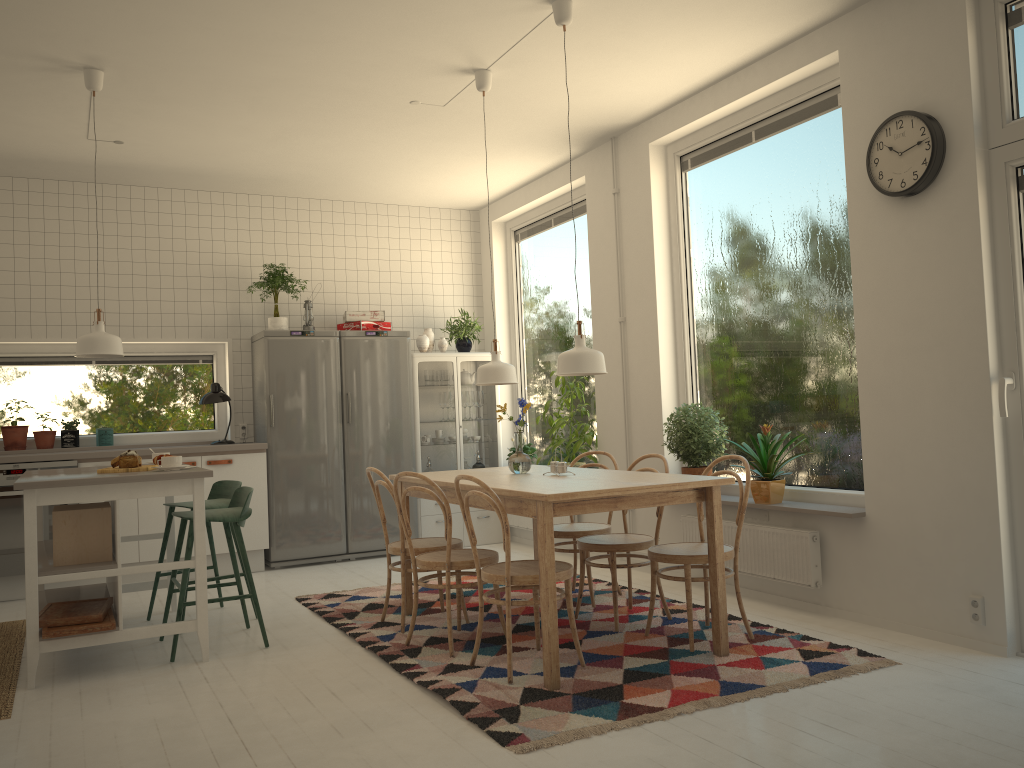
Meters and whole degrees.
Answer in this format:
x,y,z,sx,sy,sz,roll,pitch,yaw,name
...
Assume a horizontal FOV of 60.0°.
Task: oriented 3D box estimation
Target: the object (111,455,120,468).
x,y,z,sx,sy,sz,roll,pitch,yaw,name
-1.925,0.377,4.349,0.079,0.067,0.074,-1,-2,-25,object

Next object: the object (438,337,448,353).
x,y,z,sx,sy,sz,roll,pitch,yaw,name
-0.569,-0.319,7.295,0.082,0.126,0.082,-4,-3,35,object

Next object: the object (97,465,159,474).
x,y,z,sx,sy,sz,roll,pitch,yaw,name
-1.879,0.418,4.351,0.237,0.019,0.306,-2,-2,-10,object

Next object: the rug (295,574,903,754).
x,y,z,sx,sy,sz,roll,pitch,yaw,name
0.110,1.198,4.482,1.749,0.035,3.024,-1,-2,-27,rug

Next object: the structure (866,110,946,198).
x,y,z,sx,sy,sz,roll,pitch,yaw,name
1.728,-1.013,3.913,0.074,0.371,0.371,-1,-3,-27,structure

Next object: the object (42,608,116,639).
x,y,z,sx,sy,sz,roll,pitch,yaw,name
-1.931,1.057,3.952,0.281,0.030,0.430,-1,-2,-27,object

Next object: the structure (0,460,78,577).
x,y,z,sx,sy,sz,roll,pitch,yaw,name
-3.317,0.884,5.970,0.706,0.710,0.704,-1,-2,-27,structure

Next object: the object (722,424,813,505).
x,y,z,sx,sy,sz,roll,pitch,yaw,name
1.353,0.423,4.704,0.417,0.425,0.486,-2,-2,-20,object

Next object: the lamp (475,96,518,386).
x,y,z,sx,sy,sz,roll,pitch,yaw,name
-0.114,-0.794,4.715,0.229,1.596,0.229,-3,-3,19,lamp

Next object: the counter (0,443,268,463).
x,y,z,sx,sy,sz,roll,pitch,yaw,name
-2.211,0.448,4.135,2.856,0.163,4.843,-1,-2,-27,counter

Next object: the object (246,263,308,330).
x,y,z,sx,sy,sz,roll,pitch,yaw,name
-1.774,-0.666,6.740,0.474,0.545,0.468,-2,-2,-13,object

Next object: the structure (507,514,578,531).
x,y,z,sx,sy,sz,roll,pitch,yaw,name
0.238,1.009,6.913,0.113,0.276,1.016,-1,-2,-27,structure

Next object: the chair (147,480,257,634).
x,y,z,sx,sy,sz,roll,pitch,yaw,name
-1.724,0.927,4.916,0.446,0.752,0.485,0,-3,-42,chair

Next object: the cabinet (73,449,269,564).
x,y,z,sx,sy,sz,roll,pitch,yaw,name
-2.230,0.050,4.151,2.853,2.160,4.843,-1,-2,-27,cabinet

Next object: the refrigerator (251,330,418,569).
x,y,z,sx,sy,sz,roll,pitch,yaw,name
-1.388,0.489,6.966,1.146,1.778,0.559,-1,-3,-27,refrigerator

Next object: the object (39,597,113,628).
x,y,z,sx,sy,sz,roll,pitch,yaw,name
-1.981,1.031,4.013,0.281,0.030,0.430,-2,-2,-18,object

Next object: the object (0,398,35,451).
x,y,z,sx,sy,sz,roll,pitch,yaw,name
-3.530,0.289,6.287,0.258,0.370,0.234,-2,-2,-15,object

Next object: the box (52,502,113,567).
x,y,z,sx,sy,sz,roll,pitch,yaw,name
-1.985,0.687,4.100,0.237,0.242,0.357,-1,-2,-26,box

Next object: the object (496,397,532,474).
x,y,z,sx,sy,sz,roll,pitch,yaw,name
0.037,0.263,4.527,0.206,0.389,0.144,-4,-3,25,object

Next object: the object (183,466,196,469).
x,y,z,sx,sy,sz,roll,pitch,yaw,name
-1.650,0.416,4.388,0.167,0.005,0.167,-1,-2,-31,object

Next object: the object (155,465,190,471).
x,y,z,sx,sy,sz,roll,pitch,yaw,name
-1.619,0.401,4.221,0.160,0.020,0.160,-4,-2,29,object

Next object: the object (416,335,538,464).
x,y,z,sx,sy,sz,roll,pitch,yaw,name
-0.276,0.187,7.180,0.943,1.208,0.261,-2,-2,-11,object

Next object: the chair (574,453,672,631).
x,y,z,sx,sy,sz,roll,pitch,yaw,name
0.560,0.768,4.448,0.483,0.811,0.385,-1,-3,-29,chair

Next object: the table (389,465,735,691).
x,y,z,sx,sy,sz,roll,pitch,yaw,name
0.141,0.819,4.272,0.894,0.749,1.797,-1,-2,-27,table

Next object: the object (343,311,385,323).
x,y,z,sx,sy,sz,roll,pitch,yaw,name
-1.192,-0.529,7.127,0.312,0.082,0.307,-2,-2,-14,object

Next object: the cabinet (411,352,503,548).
x,y,z,sx,sy,sz,roll,pitch,yaw,name
-0.513,0.544,7.415,0.789,1.593,0.453,-1,-3,-27,cabinet

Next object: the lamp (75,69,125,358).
x,y,z,sx,sy,sz,roll,pitch,yaw,name
-2.102,-0.883,4.487,0.229,1.491,0.229,-1,-3,-26,lamp

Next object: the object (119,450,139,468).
x,y,z,sx,sy,sz,roll,pitch,yaw,name
-1.855,0.363,4.292,0.086,0.087,0.090,-2,-2,-19,object

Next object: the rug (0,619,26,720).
x,y,z,sx,sy,sz,roll,pitch,yaw,name
-2.670,1.314,4.054,0.750,0.004,1.999,-1,-2,-27,rug

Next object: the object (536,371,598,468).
x,y,z,sx,sy,sz,roll,pitch,yaw,name
0.415,0.316,6.485,0.615,0.841,0.485,-5,-3,42,object

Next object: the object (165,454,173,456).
x,y,z,sx,sy,sz,roll,pitch,yaw,name
-1.859,0.411,4.827,0.074,0.059,0.060,-4,-3,32,object

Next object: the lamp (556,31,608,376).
x,y,z,sx,sy,sz,roll,pitch,yaw,name
0.274,-0.837,3.950,0.229,1.596,0.229,-3,-2,8,lamp

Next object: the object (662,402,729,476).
x,y,z,sx,sy,sz,roll,pitch,yaw,name
1.082,0.386,5.255,0.383,0.561,0.394,-1,-3,-29,object

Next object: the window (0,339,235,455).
x,y,z,sx,sy,sz,roll,pitch,yaw,name
-3.075,0.082,6.594,1.898,0.816,0.293,-1,-3,-27,window

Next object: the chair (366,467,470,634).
x,y,z,sx,sy,sz,roll,pitch,yaw,name
-0.490,0.817,4.554,0.483,0.811,0.385,-1,-3,-24,chair

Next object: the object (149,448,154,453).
x,y,z,sx,sy,sz,roll,pitch,yaw,name
-1.983,0.400,4.956,0.102,0.086,0.028,-3,-2,14,object

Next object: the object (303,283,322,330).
x,y,z,sx,sy,sz,roll,pitch,yaw,name
-1.551,-0.590,6.854,0.163,0.383,0.154,-2,-2,-4,object

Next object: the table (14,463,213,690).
x,y,z,sx,sy,sz,roll,pitch,yaw,name
-2.018,0.870,4.477,0.794,0.864,1.423,-1,-2,-27,table

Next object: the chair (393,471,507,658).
x,y,z,sx,sy,sz,roll,pitch,yaw,name
-0.290,0.792,4.085,0.483,0.811,0.385,0,-3,-44,chair

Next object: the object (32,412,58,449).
x,y,z,sx,sy,sz,roll,pitch,yaw,name
-3.337,0.333,6.356,0.176,0.277,0.194,-4,-3,30,object

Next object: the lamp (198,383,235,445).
x,y,z,sx,sy,sz,roll,pitch,yaw,name
-2.226,0.222,6.670,0.239,0.466,0.262,-3,-2,2,lamp

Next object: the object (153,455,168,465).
x,y,z,sx,sy,sz,roll,pitch,yaw,name
-1.883,0.410,4.778,0.131,0.060,0.070,-3,-2,11,object

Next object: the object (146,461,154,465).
x,y,z,sx,sy,sz,roll,pitch,yaw,name
-1.958,0.441,4.949,0.160,0.020,0.160,-1,-2,-31,object

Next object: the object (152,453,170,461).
x,y,z,sx,sy,sz,roll,pitch,yaw,name
-1.960,0.415,4.952,0.094,0.060,0.098,-1,-2,-30,object

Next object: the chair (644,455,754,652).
x,y,z,sx,sy,sz,roll,pitch,yaw,name
0.853,0.741,4.036,0.483,0.811,0.385,-1,-3,-24,chair

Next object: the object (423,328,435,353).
x,y,z,sx,sy,sz,roll,pitch,yaw,name
-0.687,-0.353,7.308,0.102,0.206,0.102,0,-3,-43,object

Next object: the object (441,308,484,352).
x,y,z,sx,sy,sz,roll,pitch,yaw,name
-0.424,-0.445,7.508,0.371,0.385,0.372,-2,-2,-8,object

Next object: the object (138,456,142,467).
x,y,z,sx,sy,sz,roll,pitch,yaw,name
-1.871,0.380,4.373,0.083,0.057,0.072,-2,-2,-21,object

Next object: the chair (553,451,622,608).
x,y,z,sx,sy,sz,roll,pitch,yaw,name
0.389,0.794,4.987,0.385,0.811,0.483,-4,-3,36,chair

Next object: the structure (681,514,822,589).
x,y,z,sx,sy,sz,roll,pitch,yaw,name
1.292,0.892,4.832,0.113,0.279,1.028,-1,-2,-27,structure

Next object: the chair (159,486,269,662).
x,y,z,sx,sy,sz,roll,pitch,yaw,name
-1.477,0.897,4.350,0.446,0.752,0.485,-1,-3,-27,chair

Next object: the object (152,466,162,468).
x,y,z,sx,sy,sz,roll,pitch,yaw,name
-1.677,0.395,4.206,0.027,0.011,0.132,-3,-2,12,object

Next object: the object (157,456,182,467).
x,y,z,sx,sy,sz,roll,pitch,yaw,name
-1.621,0.373,4.220,0.094,0.064,0.098,-3,-2,21,object

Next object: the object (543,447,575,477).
x,y,z,sx,sy,sz,roll,pitch,yaw,name
0.224,0.372,4.285,0.095,0.138,0.154,-1,-2,-27,object

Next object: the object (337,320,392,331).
x,y,z,sx,sy,sz,roll,pitch,yaw,name
-1.186,-0.447,7.121,0.312,0.082,0.309,-4,-3,43,object

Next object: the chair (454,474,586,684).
x,y,z,sx,sy,sz,roll,pitch,yaw,name
0.020,0.764,3.679,0.483,0.811,0.385,-1,-3,-29,chair
